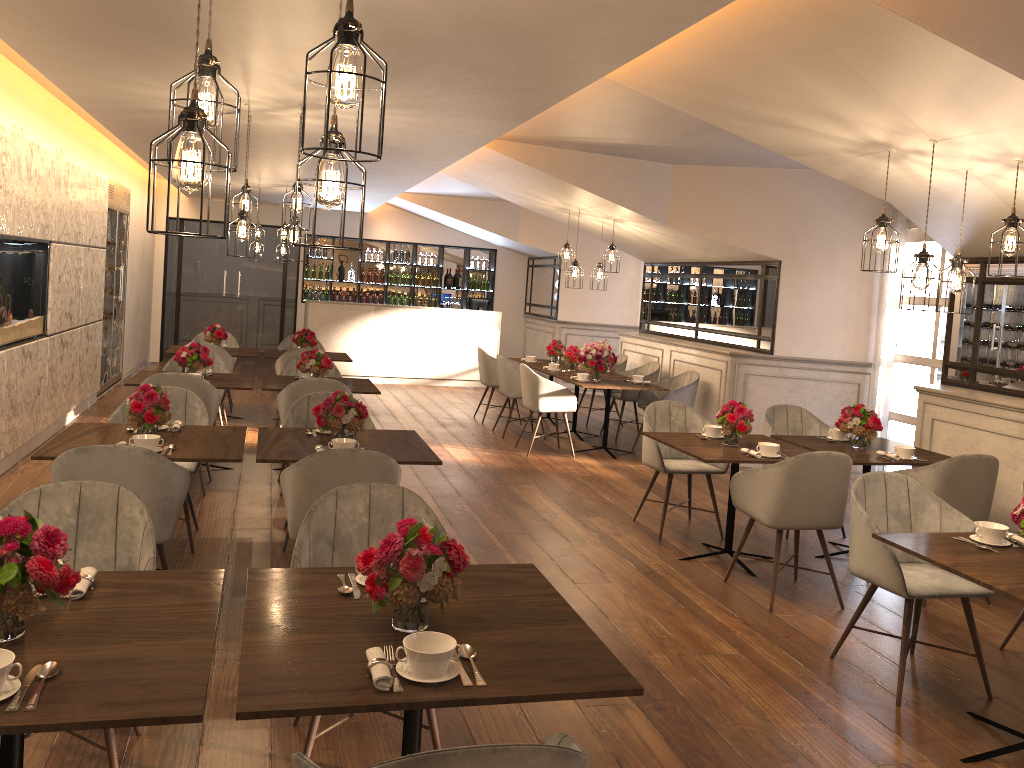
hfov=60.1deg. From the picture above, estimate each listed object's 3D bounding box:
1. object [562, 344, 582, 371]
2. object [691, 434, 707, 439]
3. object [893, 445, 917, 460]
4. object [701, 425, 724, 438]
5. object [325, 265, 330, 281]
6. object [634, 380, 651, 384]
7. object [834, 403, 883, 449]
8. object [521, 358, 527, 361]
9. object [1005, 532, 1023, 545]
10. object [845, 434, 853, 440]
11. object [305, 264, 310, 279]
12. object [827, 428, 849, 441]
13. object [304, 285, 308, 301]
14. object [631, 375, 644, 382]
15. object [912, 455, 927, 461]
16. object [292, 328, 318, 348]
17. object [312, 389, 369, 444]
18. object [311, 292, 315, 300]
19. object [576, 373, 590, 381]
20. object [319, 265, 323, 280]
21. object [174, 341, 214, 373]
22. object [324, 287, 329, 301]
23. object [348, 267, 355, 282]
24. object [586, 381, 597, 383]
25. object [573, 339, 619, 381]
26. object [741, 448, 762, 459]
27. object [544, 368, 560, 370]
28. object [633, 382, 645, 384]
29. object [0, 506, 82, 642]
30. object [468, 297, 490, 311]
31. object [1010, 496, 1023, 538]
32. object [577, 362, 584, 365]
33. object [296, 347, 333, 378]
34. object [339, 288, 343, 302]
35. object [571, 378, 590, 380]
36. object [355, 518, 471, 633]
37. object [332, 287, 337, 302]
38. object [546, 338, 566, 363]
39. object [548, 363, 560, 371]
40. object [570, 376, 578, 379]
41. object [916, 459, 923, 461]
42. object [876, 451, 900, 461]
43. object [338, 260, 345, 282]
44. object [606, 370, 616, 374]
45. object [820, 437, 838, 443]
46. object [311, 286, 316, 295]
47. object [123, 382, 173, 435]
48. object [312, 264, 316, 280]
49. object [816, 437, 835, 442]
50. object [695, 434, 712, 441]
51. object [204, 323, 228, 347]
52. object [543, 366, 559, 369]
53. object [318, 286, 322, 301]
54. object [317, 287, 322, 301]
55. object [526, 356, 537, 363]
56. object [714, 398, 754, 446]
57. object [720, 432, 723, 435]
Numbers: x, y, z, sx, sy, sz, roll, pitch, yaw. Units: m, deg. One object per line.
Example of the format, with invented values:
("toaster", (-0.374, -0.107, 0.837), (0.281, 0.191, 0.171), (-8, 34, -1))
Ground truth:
("object", (0.668, -0.301, 9.860), (0.234, 0.300, 0.306), (4, 5, 4))
("object", (1.219, 0.340, 5.748), (0.043, 0.015, 0.198), (3, 6, -12))
("object", (2.421, 0.425, 5.468), (0.149, 0.072, 0.148), (9, 8, 42))
("object", (1.317, 0.312, 5.793), (0.149, 0.072, 0.148), (9, 8, 42))
("object", (-3.106, -1.877, 14.927), (0.065, 0.261, 0.066), (2, 4, -37))
("object", (1.310, -0.017, 8.902), (0.175, 0.039, 0.056), (2, 6, -15))
("object", (2.280, 0.263, 5.790), (0.234, 0.300, 0.306), (0, 6, -40))
("object", (0.195, -0.293, 10.685), (0.175, 0.039, 0.056), (2, 6, -15))
("object", (2.033, 0.624, 3.590), (0.056, 0.039, 0.176), (2, 6, -15))
("object", (2.335, 0.368, 6.075), (0.056, 0.039, 0.176), (2, 6, -15))
("object", (-3.425, -1.889, 14.839), (0.065, 0.261, 0.066), (2, 4, -37))
("object", (2.227, 0.347, 6.044), (0.149, 0.072, 0.148), (9, 8, 42))
("object", (-3.450, -1.529, 14.858), (0.065, 0.261, 0.066), (2, 4, -37))
("object", (1.281, -0.048, 9.011), (0.148, 0.072, 0.148), (7, 6, 27))
("object", (2.523, 0.455, 5.518), (0.043, 0.015, 0.198), (2, 7, -19))
("object", (-2.256, -0.471, 9.585), (0.306, 0.300, 0.234), (7, 5, 32))
("object", (-0.908, 0.168, 4.676), (0.305, 0.300, 0.235), (0, 6, -38))
("object", (-3.344, -1.524, 14.888), (0.065, 0.261, 0.066), (2, 4, -37))
("object", (0.705, -0.066, 8.814), (0.148, 0.072, 0.148), (7, 6, 27))
("object", (-3.213, -1.881, 14.898), (0.065, 0.261, 0.066), (2, 4, -37))
("object", (-2.504, -0.194, 6.931), (0.305, 0.300, 0.235), (4, 4, 6))
("object", (-3.131, -1.516, 14.946), (0.065, 0.261, 0.066), (2, 4, -37))
("object", (-2.726, -1.870, 15.029), (0.108, 0.281, 0.108), (6, 4, 30))
("object", (0.751, -0.023, 8.712), (0.197, 0.015, 0.043), (2, 6, -19))
("object", (0.866, -0.251, 8.977), (0.419, 0.424, 0.407), (2, 5, -27))
("object", (1.400, 0.403, 5.187), (0.056, 0.039, 0.176), (2, 6, -15))
("object", (0.447, -0.169, 9.792), (0.192, 0.024, 0.025), (2, 5, -15))
("object", (1.291, -0.015, 8.933), (0.192, 0.024, 0.025), (2, 5, -15))
("object", (-1.181, 0.440, 2.067), (0.305, 0.300, 0.235), (4, 4, 6))
("object", (-0.508, -1.202, 14.030), (0.408, 0.328, 0.130), (0, 5, -38))
("object", (1.987, 0.522, 3.295), (0.234, 0.300, 0.306), (4, 5, 4))
("object", (0.832, -0.246, 10.662), (0.175, 0.039, 0.056), (2, 6, -15))
("object", (-1.582, -0.154, 7.157), (0.305, 0.300, 0.235), (5, 5, 17))
("object", (-2.896, -1.507, 15.011), (0.065, 0.261, 0.066), (2, 4, -37))
("object", (0.691, -0.052, 8.895), (0.192, 0.024, 0.025), (2, 5, -15))
("object", (-0.259, 0.479, 2.289), (0.305, 0.300, 0.235), (0, 6, -38))
("object", (-3.003, -1.511, 14.982), (0.065, 0.261, 0.066), (2, 4, -37))
("object", (0.524, -0.403, 10.665), (0.235, 0.300, 0.305), (7, 5, 32))
("object", (0.461, -0.183, 9.712), (0.148, 0.072, 0.148), (7, 6, 27))
("object", (0.674, -0.064, 8.925), (0.175, 0.039, 0.056), (2, 6, -15))
("object", (2.487, 0.458, 5.515), (0.022, 0.004, 0.212), (2, 7, -16))
("object", (2.310, 0.437, 5.438), (0.056, 0.039, 0.176), (2, 6, -15))
("object", (-2.885, -1.917, 14.988), (0.104, 0.358, 0.104), (1, 5, -44))
("object", (1.066, -0.134, 9.800), (0.175, 0.039, 0.056), (2, 6, -15))
("object", (2.156, 0.382, 6.000), (0.022, 0.004, 0.212), (2, 7, -16))
("object", (-2.958, -1.349, 13.181), (0.065, 0.207, 0.065), (2, 4, -24))
("object", (-1.833, 0.130, 4.451), (0.234, 0.300, 0.306), (3, 5, -14))
("object", (-3.319, -1.885, 14.868), (0.065, 0.261, 0.066), (2, 4, -37))
("object", (2.128, 0.374, 5.999), (0.043, 0.015, 0.198), (3, 6, -12))
("object", (1.246, 0.347, 5.749), (0.022, 0.004, 0.212), (2, 7, -16))
("object", (-3.114, -0.504, 9.340), (0.234, 0.300, 0.306), (0, 6, -40))
("object", (0.429, -0.180, 9.823), (0.175, 0.039, 0.056), (2, 6, -15))
("object", (-3.237, -1.520, 14.917), (0.065, 0.261, 0.066), (2, 4, -37))
("object", (-2.877, -1.347, 13.208), (0.065, 0.207, 0.146), (2, 4, -24))
("object", (0.226, -0.295, 10.574), (0.148, 0.072, 0.148), (7, 6, 27))
("object", (1.380, 0.231, 5.529), (0.234, 0.300, 0.306), (4, 5, 4))
("object", (1.425, 0.333, 5.825), (0.056, 0.039, 0.176), (2, 6, -15))
